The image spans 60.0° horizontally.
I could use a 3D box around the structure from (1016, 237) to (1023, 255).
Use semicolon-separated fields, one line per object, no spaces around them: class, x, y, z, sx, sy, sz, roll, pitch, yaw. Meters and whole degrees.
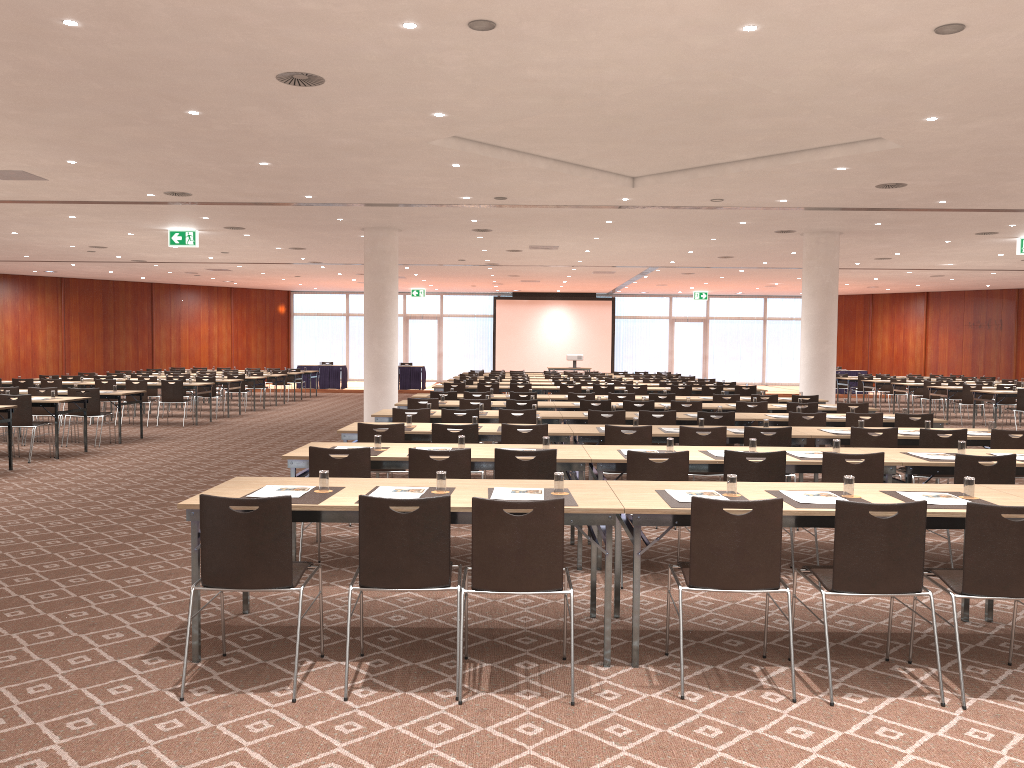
structure;10.696;-2.833;18.229;0.587;0.346;0.105;1;3;0

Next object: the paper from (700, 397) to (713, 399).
paper;3.309;0.229;14.855;0.283;0.006;0.398;1;2;0

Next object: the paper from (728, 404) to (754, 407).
paper;3.310;0.312;12.834;0.283;0.006;0.398;1;2;2

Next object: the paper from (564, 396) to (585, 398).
paper;1.105;0.215;14.795;0.460;0.003;0.565;1;2;4

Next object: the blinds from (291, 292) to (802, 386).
blinds;1.858;-1.929;38.099;22.852;3.818;0.115;1;3;0

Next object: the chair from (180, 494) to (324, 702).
chair;-1.256;0.982;4.357;0.535;0.940;0.613;1;3;0

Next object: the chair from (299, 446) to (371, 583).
chair;-1.204;0.899;6.389;0.535;0.940;0.613;1;3;2

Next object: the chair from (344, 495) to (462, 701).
chair;-0.519;0.987;4.388;0.535;0.940;0.613;0;3;-2

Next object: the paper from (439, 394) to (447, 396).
paper;-1.198;0.184;14.901;0.283;0.006;0.398;1;2;0

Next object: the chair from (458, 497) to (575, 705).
chair;0.024;0.994;4.351;0.535;0.940;0.613;1;3;0

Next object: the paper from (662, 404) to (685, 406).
paper;2.330;0.302;12.852;0.283;0.006;0.398;1;2;0

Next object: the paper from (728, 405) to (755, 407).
paper;3.375;0.318;12.779;0.460;0.003;0.565;1;2;-1

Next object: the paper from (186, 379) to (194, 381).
paper;-7.469;-0.093;20.324;0.460;0.003;0.565;1;2;1

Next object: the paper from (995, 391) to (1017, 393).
paper;10.243;0.161;18.260;0.460;0.003;0.565;1;2;1

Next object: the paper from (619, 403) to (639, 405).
paper;1.698;0.295;12.871;0.283;0.006;0.398;1;2;4

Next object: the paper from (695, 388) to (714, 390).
paper;4.026;0.101;18.275;0.460;0.003;0.565;1;2;2

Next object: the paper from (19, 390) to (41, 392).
paper;-8.139;0.124;14.843;0.460;0.003;0.565;0;2;-2

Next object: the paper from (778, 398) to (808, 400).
paper;4.656;0.249;14.795;0.460;0.003;0.565;1;2;1

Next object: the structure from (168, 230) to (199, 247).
structure;-6.783;-3.004;18.311;0.587;0.346;0.105;1;3;0

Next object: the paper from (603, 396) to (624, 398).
paper;1.767;0.220;14.809;0.460;0.003;0.565;1;2;-1

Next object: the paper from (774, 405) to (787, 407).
paper;3.962;0.317;12.850;0.283;0.006;0.398;1;2;1

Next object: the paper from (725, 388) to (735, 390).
paper;4.696;0.107;18.281;0.460;0.003;0.565;0;2;-3

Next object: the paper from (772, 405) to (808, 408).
paper;4.042;0.324;12.804;0.460;0.003;0.565;1;2;-1

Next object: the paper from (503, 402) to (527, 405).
paper;0.114;0.286;12.798;0.460;0.003;0.565;0;2;-3

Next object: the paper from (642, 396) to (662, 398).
paper;2.348;0.220;14.871;0.283;0.006;0.398;1;2;1

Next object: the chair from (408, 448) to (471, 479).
chair;-0.507;0.908;6.351;0.535;0.940;0.613;1;3;0

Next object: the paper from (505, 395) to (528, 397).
paper;0.126;0.205;14.799;0.460;0.003;0.565;0;2;-2

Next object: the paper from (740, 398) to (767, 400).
paper;4.030;0.244;14.769;0.460;0.003;0.565;1;2;4

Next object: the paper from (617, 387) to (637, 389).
paper;2.414;0.086;18.274;0.460;0.003;0.565;1;2;1

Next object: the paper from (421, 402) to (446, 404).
paper;-1.182;0.273;12.831;0.460;0.003;0.565;1;2;-1

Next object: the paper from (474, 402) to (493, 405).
paper;-0.511;0.280;12.814;0.460;0.003;0.565;1;2;0

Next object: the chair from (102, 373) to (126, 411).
chair;-9.719;0.186;21.908;0.535;0.940;0.613;1;3;2

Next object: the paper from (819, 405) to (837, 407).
paper;4.644;0.324;12.851;0.283;0.006;0.398;1;2;2

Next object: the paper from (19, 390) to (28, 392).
paper;-8.221;0.116;14.933;0.283;0.006;0.398;1;2;1

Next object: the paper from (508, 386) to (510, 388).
paper;0.162;0.063;18.299;0.460;0.003;0.565;1;2;2

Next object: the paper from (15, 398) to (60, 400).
paper;-6.874;0.217;12.856;0.460;0.003;0.565;1;2;-1

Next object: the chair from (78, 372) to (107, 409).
chair;-10.445;0.177;21.971;0.535;0.940;0.613;1;3;2

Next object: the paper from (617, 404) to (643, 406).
paper;1.750;0.303;12.783;0.460;0.003;0.565;1;2;2

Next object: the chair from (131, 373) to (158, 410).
chair;-9.091;0.196;21.824;0.535;0.940;0.613;0;3;-2

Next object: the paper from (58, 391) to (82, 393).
paper;-7.515;0.131;14.822;0.460;0.003;0.565;1;2;1

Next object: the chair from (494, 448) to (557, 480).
chair;0.095;0.912;6.382;0.535;0.940;0.613;1;3;1

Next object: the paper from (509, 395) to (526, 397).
paper;0.091;0.198;14.862;0.283;0.006;0.398;1;2;0

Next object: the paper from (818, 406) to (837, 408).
paper;4.652;0.331;12.759;0.460;0.003;0.565;1;2;1

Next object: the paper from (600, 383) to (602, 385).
paper;1.815;-0.002;20.280;0.460;0.003;0.565;1;2;4

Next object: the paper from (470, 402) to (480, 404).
paper;-0.599;0.272;12.876;0.283;0.006;0.398;1;2;1

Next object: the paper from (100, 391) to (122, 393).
paper;-6.865;0.136;14.850;0.460;0.003;0.565;0;2;-3

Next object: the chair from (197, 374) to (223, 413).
chair;-7.469;0.212;21.817;0.535;0.940;0.613;0;3;-3

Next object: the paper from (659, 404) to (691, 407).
paper;2.385;0.308;12.801;0.460;0.003;0.565;1;2;0

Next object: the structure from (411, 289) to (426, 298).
structure;-3.830;-3.704;36.213;0.587;0.346;0.105;1;3;0

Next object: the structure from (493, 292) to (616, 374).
structure;1.776;-2.127;37.710;5.158;3.527;0.395;1;3;0

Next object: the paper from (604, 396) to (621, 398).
paper;1.701;0.213;14.869;0.283;0.006;0.398;1;2;-1

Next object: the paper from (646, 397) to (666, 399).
paper;2.428;0.228;14.782;0.460;0.003;0.565;1;2;1

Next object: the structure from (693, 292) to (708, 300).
structure;7.686;-3.591;36.159;0.587;0.346;0.105;1;3;0

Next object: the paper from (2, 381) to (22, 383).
paper;-10.400;-0.041;18.356;0.460;0.003;0.565;1;2;1

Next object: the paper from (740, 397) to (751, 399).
paper;3.956;0.235;14.863;0.283;0.006;0.398;1;2;3

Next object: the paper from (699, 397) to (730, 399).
paper;3.387;0.237;14.792;0.460;0.003;0.565;1;2;1
